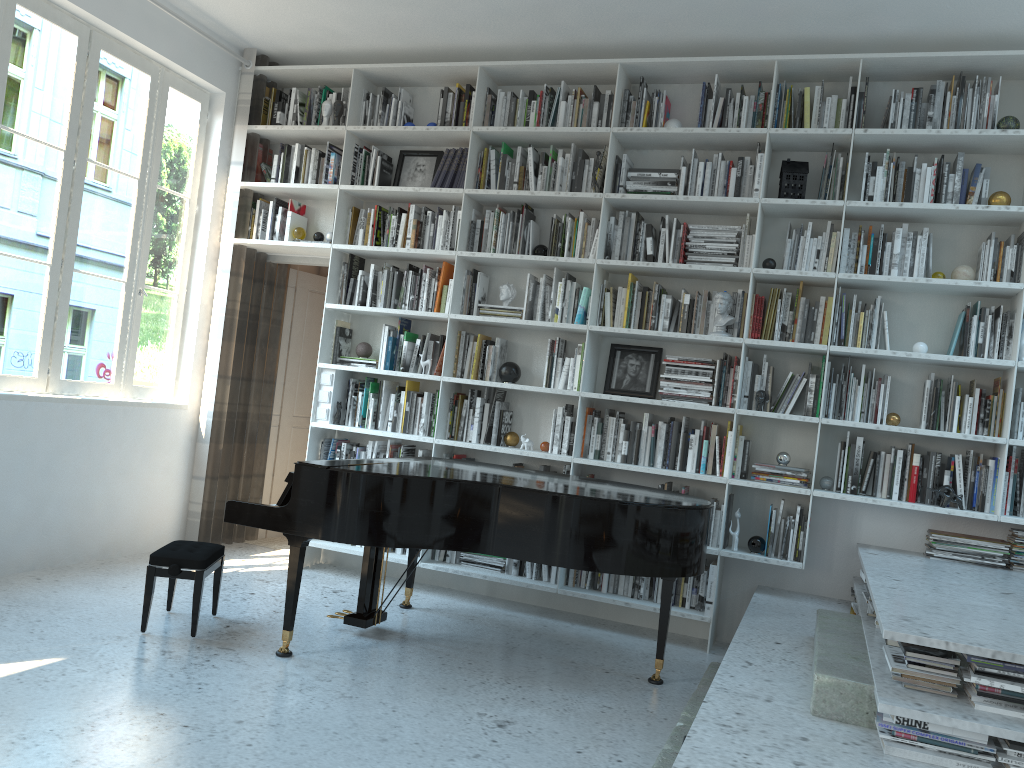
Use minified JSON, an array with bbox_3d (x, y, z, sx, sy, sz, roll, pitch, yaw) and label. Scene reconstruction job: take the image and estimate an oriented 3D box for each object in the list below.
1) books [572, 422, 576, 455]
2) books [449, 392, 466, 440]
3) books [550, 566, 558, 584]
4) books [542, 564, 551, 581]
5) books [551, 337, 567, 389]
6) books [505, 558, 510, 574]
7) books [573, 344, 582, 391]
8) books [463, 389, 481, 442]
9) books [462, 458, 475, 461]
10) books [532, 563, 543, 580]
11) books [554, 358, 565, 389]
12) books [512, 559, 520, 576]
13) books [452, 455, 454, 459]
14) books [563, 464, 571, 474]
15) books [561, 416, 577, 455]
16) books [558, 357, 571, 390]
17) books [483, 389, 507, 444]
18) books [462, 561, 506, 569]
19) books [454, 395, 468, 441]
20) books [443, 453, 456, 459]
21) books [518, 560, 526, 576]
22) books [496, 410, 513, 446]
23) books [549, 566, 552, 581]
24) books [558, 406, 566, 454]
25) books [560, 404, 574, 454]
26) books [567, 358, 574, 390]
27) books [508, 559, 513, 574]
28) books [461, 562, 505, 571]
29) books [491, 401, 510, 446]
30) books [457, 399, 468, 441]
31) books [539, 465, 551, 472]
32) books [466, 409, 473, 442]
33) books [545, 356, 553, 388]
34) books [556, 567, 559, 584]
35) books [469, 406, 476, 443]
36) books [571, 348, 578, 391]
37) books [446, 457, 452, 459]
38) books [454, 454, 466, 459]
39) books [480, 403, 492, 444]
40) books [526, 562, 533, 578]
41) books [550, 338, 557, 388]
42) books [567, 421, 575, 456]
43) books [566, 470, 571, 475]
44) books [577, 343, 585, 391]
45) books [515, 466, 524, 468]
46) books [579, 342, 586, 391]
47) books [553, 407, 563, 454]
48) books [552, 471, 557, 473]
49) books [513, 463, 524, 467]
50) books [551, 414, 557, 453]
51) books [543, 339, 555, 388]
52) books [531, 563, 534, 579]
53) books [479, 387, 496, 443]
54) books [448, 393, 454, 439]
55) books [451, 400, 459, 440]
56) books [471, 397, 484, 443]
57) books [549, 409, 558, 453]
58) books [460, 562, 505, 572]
[{"bbox_3d":[0.386,0.315,5.090,0.024,0.201,0.158,7,-1,20],"label":"books"},{"bbox_3d":[-0.328,0.195,5.344,0.013,0.283,0.146,7,-1,20],"label":"books"},{"bbox_3d":[0.273,0.999,5.069,0.024,0.260,0.189,7,-1,20],"label":"books"},{"bbox_3d":[0.211,0.985,5.111,0.073,0.276,0.181,7,-1,20],"label":"books"},{"bbox_3d":[0.273,-0.115,5.154,0.012,0.298,0.166,7,-1,20],"label":"books"},{"bbox_3d":[0.005,0.973,5.177,0.012,0.254,0.161,7,-1,20],"label":"books"},{"bbox_3d":[0.401,-0.086,5.099,0.027,0.269,0.178,7,-1,20],"label":"books"},{"bbox_3d":[-0.237,0.190,5.307,0.014,0.313,0.166,7,-1,20],"label":"books"},{"bbox_3d":[-0.277,0.581,5.322,0.026,0.273,0.146,7,-1,20],"label":"books"},{"bbox_3d":[0.166,0.980,5.113,0.012,0.274,0.180,7,-1,20],"label":"books"},{"bbox_3d":[0.288,-0.055,5.153,0.030,0.183,0.154,7,-1,20],"label":"books"},{"bbox_3d":[0.052,1.004,5.162,0.029,0.202,0.178,7,-1,20],"label":"books"},{"bbox_3d":[-0.340,0.570,5.333,0.010,0.282,0.149,7,-1,20],"label":"books"},{"bbox_3d":[0.310,0.622,5.091,0.013,0.320,0.173,7,-1,20],"label":"books"},{"bbox_3d":[0.331,0.299,5.103,0.029,0.221,0.153,7,-1,20],"label":"books"},{"bbox_3d":[0.324,-0.054,5.124,0.057,0.188,0.156,7,-1,20],"label":"books"},{"bbox_3d":[-0.101,0.197,5.257,0.050,0.328,0.166,7,-1,20],"label":"books"},{"bbox_3d":[-0.147,1.060,5.245,0.254,0.007,0.161,6,-1,20],"label":"books"},{"bbox_3d":[-0.293,0.204,5.319,0.012,0.272,0.181,7,-1,20],"label":"books"},{"bbox_3d":[-0.393,0.562,5.359,0.012,0.285,0.159,7,-1,20],"label":"books"},{"bbox_3d":[0.085,0.990,5.164,0.028,0.238,0.136,7,-1,20],"label":"books"},{"bbox_3d":[-0.044,0.262,5.247,0.023,0.212,0.160,7,-1,20],"label":"books"},{"bbox_3d":[0.260,0.999,5.107,0.025,0.259,0.132,7,-1,20],"label":"books"},{"bbox_3d":[0.308,0.268,5.126,0.010,0.277,0.155,7,-1,20],"label":"books"},{"bbox_3d":[0.318,0.262,5.118,0.014,0.291,0.132,7,-1,20],"label":"books"},{"bbox_3d":[0.363,-0.049,5.115,0.024,0.188,0.172,7,-1,20],"label":"books"},{"bbox_3d":[0.031,0.971,5.184,0.031,0.265,0.144,7,-1,20],"label":"books"},{"bbox_3d":[-0.151,1.067,5.237,0.254,0.007,0.161,6,-1,24],"label":"books"},{"bbox_3d":[-0.069,0.234,5.242,0.027,0.261,0.163,7,-1,20],"label":"books"},{"bbox_3d":[-0.267,0.219,5.317,0.042,0.248,0.162,7,-1,20],"label":"books"},{"bbox_3d":[0.176,0.620,5.163,0.025,0.294,0.134,7,-1,20],"label":"books"},{"bbox_3d":[-0.225,0.250,5.304,0.024,0.196,0.157,7,-1,20],"label":"books"},{"bbox_3d":[0.236,-0.063,5.156,0.025,0.186,0.154,7,-1,20],"label":"books"},{"bbox_3d":[0.296,1.043,5.076,0.024,0.180,0.171,7,-1,20],"label":"books"},{"bbox_3d":[-0.203,0.243,5.293,0.021,0.215,0.172,7,-1,20],"label":"books"},{"bbox_3d":[0.379,-0.076,5.099,0.012,0.244,0.171,7,-1,20],"label":"books"},{"bbox_3d":[-0.377,0.574,5.354,0.023,0.266,0.134,7,-1,20],"label":"books"},{"bbox_3d":[-0.328,0.568,5.332,0.013,0.288,0.161,7,-1,20],"label":"books"},{"bbox_3d":[-0.137,0.237,5.285,0.028,0.241,0.135,7,-1,20],"label":"books"},{"bbox_3d":[0.123,0.987,5.139,0.062,0.253,0.178,7,-1,20],"label":"books"},{"bbox_3d":[0.262,-0.112,5.161,0.011,0.291,0.156,7,-1,20],"label":"books"},{"bbox_3d":[0.364,0.316,5.111,0.031,0.194,0.142,7,-1,20],"label":"books"},{"bbox_3d":[0.328,0.639,5.094,0.021,0.290,0.160,7,-1,20],"label":"books"},{"bbox_3d":[0.417,-0.090,5.083,0.011,0.279,0.187,7,-1,20],"label":"books"},{"bbox_3d":[0.029,0.616,5.199,0.012,0.270,0.142,7,-1,20],"label":"books"},{"bbox_3d":[0.433,-0.089,5.081,0.021,0.281,0.162,7,-1,20],"label":"books"},{"bbox_3d":[0.285,0.269,5.119,0.027,0.269,0.159,7,-1,20],"label":"books"},{"bbox_3d":[0.213,0.638,5.108,0.011,0.266,0.191,7,-1,20],"label":"books"},{"bbox_3d":[0.020,0.608,5.208,0.012,0.285,0.159,7,-1,20],"label":"books"},{"bbox_3d":[0.269,0.290,5.143,0.015,0.225,0.148,7,-1,20],"label":"books"},{"bbox_3d":[0.225,-0.113,5.167,0.012,0.285,0.159,7,-1,20],"label":"books"},{"bbox_3d":[0.155,1.001,5.124,0.011,0.232,0.174,7,-1,20],"label":"books"},{"bbox_3d":[-0.148,0.187,5.300,0.013,0.339,0.138,7,-1,20],"label":"books"},{"bbox_3d":[-0.338,0.198,5.357,0.013,0.275,0.147,7,-1,20],"label":"books"},{"bbox_3d":[-0.312,0.219,5.333,0.030,0.239,0.157,7,-1,20],"label":"books"},{"bbox_3d":[-0.179,0.218,5.282,0.027,0.269,0.185,7,-1,20],"label":"books"},{"bbox_3d":[0.256,0.274,5.140,0.012,0.254,0.161,7,-1,20],"label":"books"},{"bbox_3d":[-0.149,1.074,5.245,0.285,0.007,0.159,6,-1,20],"label":"books"}]
